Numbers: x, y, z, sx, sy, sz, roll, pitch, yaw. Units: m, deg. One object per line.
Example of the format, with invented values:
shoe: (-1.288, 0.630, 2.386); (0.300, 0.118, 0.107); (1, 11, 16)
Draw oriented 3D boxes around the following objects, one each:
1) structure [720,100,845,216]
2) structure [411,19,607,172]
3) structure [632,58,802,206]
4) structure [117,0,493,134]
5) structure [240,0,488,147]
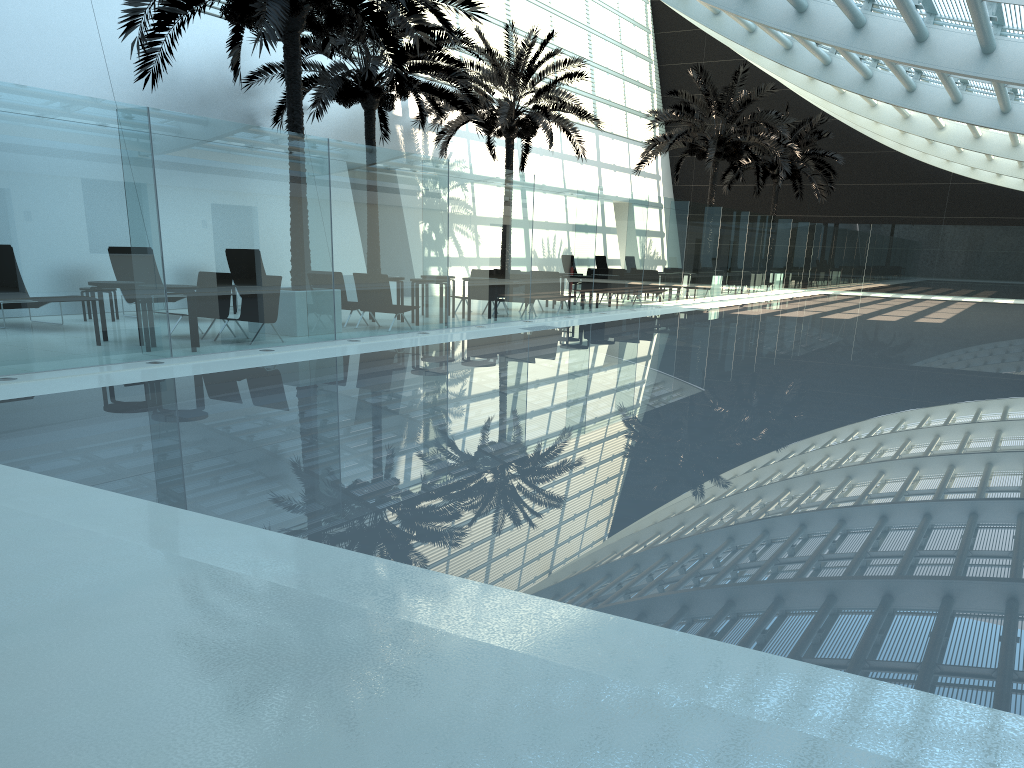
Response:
structure: (10.694, -7.384, 34.862); (4.450, 7.332, 4.598); (4, 15, 8)
structure: (-0.169, -5.893, 23.608); (4.608, 7.202, 4.114); (-6, 17, -25)
structure: (6.516, -6.461, 28.142); (4.776, 7.333, 4.283); (8, 17, 23)
structure: (-3.247, -4.284, 12.316); (4.374, 7.332, 4.679); (-12, 20, -40)
structure: (-3.055, -5.159, 18.561); (4.634, 7.138, 4.089); (4, 16, 8)
